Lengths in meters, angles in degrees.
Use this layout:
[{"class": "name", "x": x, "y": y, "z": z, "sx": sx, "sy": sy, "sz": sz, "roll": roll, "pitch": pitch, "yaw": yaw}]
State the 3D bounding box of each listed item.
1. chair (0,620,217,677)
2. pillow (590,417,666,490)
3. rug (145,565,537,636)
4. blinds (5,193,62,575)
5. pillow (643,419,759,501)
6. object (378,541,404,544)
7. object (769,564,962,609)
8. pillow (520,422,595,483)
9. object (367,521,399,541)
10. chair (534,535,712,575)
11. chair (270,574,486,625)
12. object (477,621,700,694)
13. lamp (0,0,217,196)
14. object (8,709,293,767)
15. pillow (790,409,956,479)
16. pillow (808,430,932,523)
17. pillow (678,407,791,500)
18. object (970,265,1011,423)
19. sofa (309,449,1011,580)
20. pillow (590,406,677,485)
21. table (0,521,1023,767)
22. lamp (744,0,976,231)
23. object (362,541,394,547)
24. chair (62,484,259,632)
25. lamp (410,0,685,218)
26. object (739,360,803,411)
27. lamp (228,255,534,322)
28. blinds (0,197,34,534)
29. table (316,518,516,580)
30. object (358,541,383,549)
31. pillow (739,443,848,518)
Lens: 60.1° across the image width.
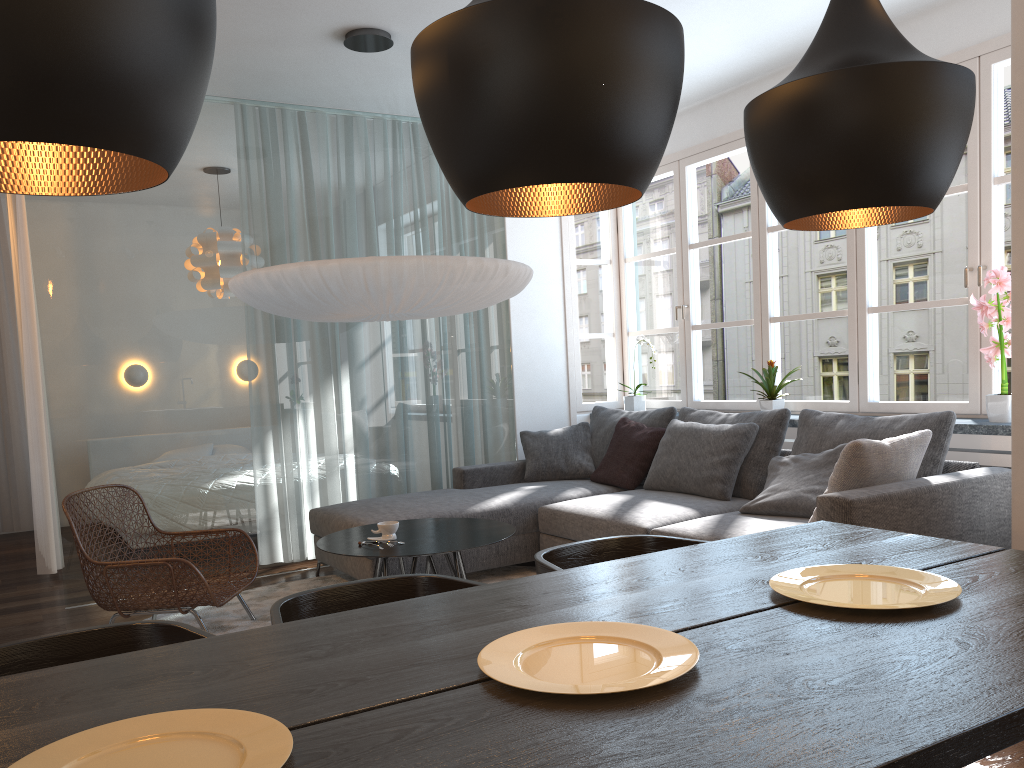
[{"class": "chair", "x": -0.776, "y": 0.842, "z": 1.636, "sx": 0.591, "sy": 0.675, "sz": 0.518, "roll": -5, "pitch": 4, "yaw": -32}, {"class": "pillow", "x": 0.694, "y": 0.413, "z": 5.319, "sx": 0.310, "sy": 0.405, "sz": 0.520, "roll": -5, "pitch": 3, "yaw": -28}, {"class": "rug", "x": -0.532, "y": 1.123, "z": 3.903, "sx": 2.838, "sy": 0.012, "sz": 2.825, "roll": -2, "pitch": 1, "yaw": 40}, {"class": "blinds", "x": -3.334, "y": -0.184, "z": 6.115, "sx": 0.153, "sy": 2.751, "sz": 1.803, "roll": -6, "pitch": 5, "yaw": -28}, {"class": "pillow", "x": 1.018, "y": 0.404, "z": 4.813, "sx": 0.291, "sy": 0.399, "sz": 0.666, "roll": -5, "pitch": 3, "yaw": -30}, {"class": "object", "x": -0.496, "y": 0.650, "z": 3.637, "sx": 0.124, "sy": 0.010, "sz": 0.026, "roll": -3, "pitch": 2, "yaw": 26}, {"class": "object", "x": 0.698, "y": 0.407, "z": 1.763, "sx": 0.355, "sy": 0.017, "sz": 0.355, "roll": -4, "pitch": 1, "yaw": -27}, {"class": "pillow", "x": 0.290, "y": 0.441, "z": 5.728, "sx": 0.515, "sy": 0.361, "sz": 0.345, "roll": -3, "pitch": 3, "yaw": 9}, {"class": "object", "x": -0.542, "y": 0.622, "z": 3.722, "sx": 0.139, "sy": 0.069, "sz": 0.091, "roll": -4, "pitch": 3, "yaw": -18}, {"class": "chair", "x": 0.338, "y": 0.773, "z": 2.287, "sx": 0.591, "sy": 0.675, "sz": 0.518, "roll": -5, "pitch": 4, "yaw": -31}, {"class": "chair", "x": -0.248, "y": 0.809, "z": 1.942, "sx": 0.591, "sy": 0.675, "sz": 0.518, "roll": -5, "pitch": 4, "yaw": -29}, {"class": "object", "x": 0.122, "y": 0.443, "z": 1.431, "sx": 0.356, "sy": 0.017, "sz": 0.354, "roll": -2, "pitch": 1, "yaw": 41}, {"class": "lamp", "x": -0.552, "y": -0.513, "z": 0.989, "sx": 0.411, "sy": 0.544, "sz": 0.408, "roll": -2, "pitch": 4, "yaw": 17}, {"class": "object", "x": -0.454, "y": 0.479, "z": 1.098, "sx": 0.355, "sy": 0.017, "sz": 0.355, "roll": -4, "pitch": 1, "yaw": -27}, {"class": "pillow", "x": 1.598, "y": 0.362, "z": 4.076, "sx": 0.274, "sy": 0.479, "sz": 0.835, "roll": -5, "pitch": 3, "yaw": -30}, {"class": "pillow", "x": 1.407, "y": 0.400, "z": 3.498, "sx": 0.492, "sy": 0.417, "sz": 0.286, "roll": -5, "pitch": 4, "yaw": -31}, {"class": "pillow", "x": 1.147, "y": 0.371, "z": 4.869, "sx": 0.276, "sy": 0.477, "sz": 0.838, "roll": -5, "pitch": 3, "yaw": -30}, {"class": "object", "x": 2.169, "y": -0.175, "z": 3.940, "sx": 0.201, "sy": 0.695, "sz": 0.296, "roll": 1, "pitch": 6, "yaw": 39}, {"class": "sofa", "x": 0.434, "y": 0.733, "z": 4.417, "sx": 2.033, "sy": 0.675, "sz": 3.063, "roll": -4, "pitch": 1, "yaw": -30}, {"class": "pillow", "x": 0.699, "y": 0.384, "z": 5.615, "sx": 0.274, "sy": 0.480, "sz": 0.835, "roll": -5, "pitch": 3, "yaw": -30}, {"class": "table", "x": 0.107, "y": 0.793, "z": 1.487, "sx": 2.493, "sy": 0.683, "sz": 1.105, "roll": -4, "pitch": 2, "yaw": -30}, {"class": "lamp", "x": 0.651, "y": -0.588, "z": 1.684, "sx": 0.411, "sy": 0.544, "sz": 0.408, "roll": -3, "pitch": 4, "yaw": 3}, {"class": "object", "x": -0.550, "y": 0.651, "z": 3.616, "sx": 0.163, "sy": 0.016, "sz": 0.025, "roll": -2, "pitch": 2, "yaw": 35}, {"class": "chair", "x": -1.600, "y": 0.815, "z": 4.052, "sx": 0.685, "sy": 0.713, "sz": 0.715, "roll": -3, "pitch": 3, "yaw": 2}, {"class": "lamp", "x": 0.050, "y": -0.551, "z": 1.337, "sx": 0.411, "sy": 0.544, "sz": 0.409, "roll": 0, "pitch": 5, "yaw": 36}, {"class": "object", "x": 1.508, "y": 0.022, "z": 5.081, "sx": 0.376, "sy": 0.330, "sz": 0.321, "roll": -1, "pitch": 4, "yaw": 35}, {"class": "lamp", "x": -0.625, "y": -0.431, "z": 4.363, "sx": 1.470, "sy": 0.211, "sz": 1.464, "roll": -3, "pitch": 1, "yaw": 6}, {"class": "blinds", "x": -4.720, "y": -0.127, "z": 6.765, "sx": 1.802, "sy": 2.751, "sz": 0.152, "roll": -5, "pitch": 6, "yaw": -28}, {"class": "table", "x": -0.395, "y": 0.884, "z": 3.818, "sx": 0.845, "sy": 0.475, "sz": 0.845, "roll": -4, "pitch": 2, "yaw": -28}, {"class": "object", "x": -0.573, "y": 0.653, "z": 3.581, "sx": 0.014, "sy": 0.015, "sz": 0.168, "roll": -6, "pitch": 3, "yaw": -43}, {"class": "pillow", "x": 1.333, "y": 0.435, "z": 4.066, "sx": 0.492, "sy": 0.323, "sz": 0.442, "roll": -1, "pitch": 3, "yaw": 41}]
